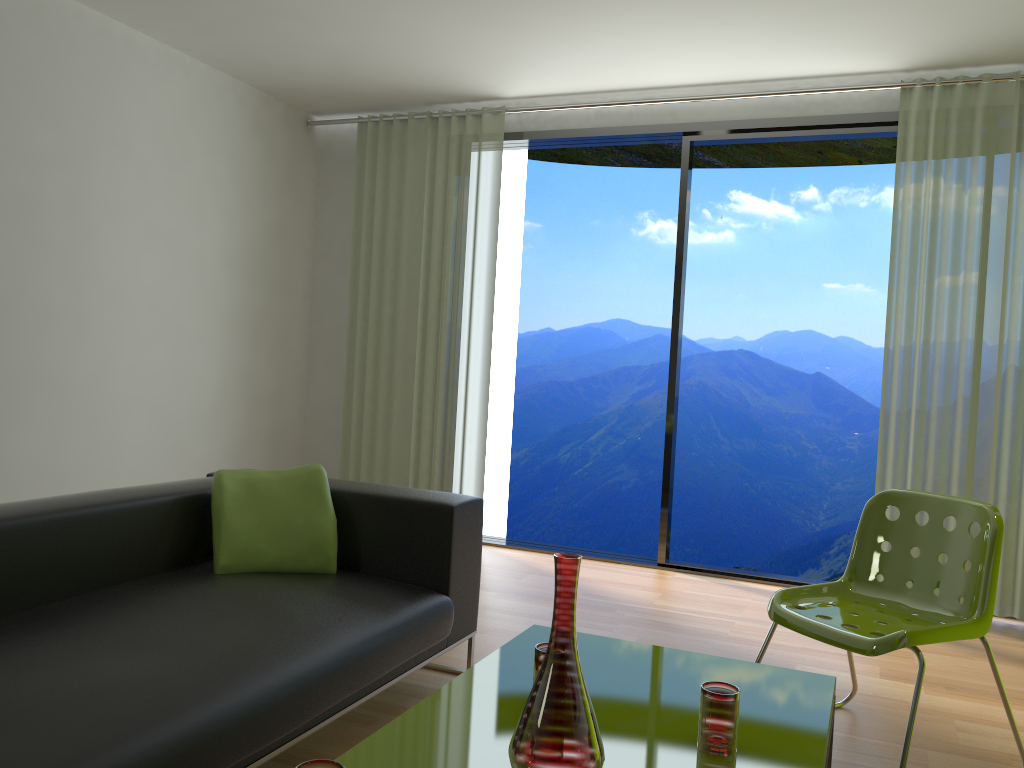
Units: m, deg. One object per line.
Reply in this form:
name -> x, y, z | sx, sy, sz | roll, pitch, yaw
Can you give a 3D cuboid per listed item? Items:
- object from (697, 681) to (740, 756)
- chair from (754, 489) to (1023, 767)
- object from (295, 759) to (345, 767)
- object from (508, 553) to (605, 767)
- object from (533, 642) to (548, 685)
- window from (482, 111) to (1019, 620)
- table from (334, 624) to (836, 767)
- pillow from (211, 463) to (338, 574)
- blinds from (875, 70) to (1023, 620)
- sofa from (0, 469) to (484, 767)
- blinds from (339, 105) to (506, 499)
object -> 0.404, 0.654, 1.733 | 0.075, 0.122, 0.076 | 3, 1, -33
chair -> 1.069, 0.705, 2.574 | 0.546, 0.759, 0.640 | 3, 1, -29
object -> -0.283, 0.622, 1.290 | 0.075, 0.122, 0.076 | 3, 1, -33
object -> 0.086, 0.498, 1.546 | 0.168, 0.400, 0.168 | 3, 1, 8
object -> 0.084, 0.633, 1.925 | 0.075, 0.122, 0.076 | 3, 1, -33
window -> 1.131, -0.182, 4.936 | 3.336, 2.498, 0.219 | 4, 1, 22
table -> 0.103, 0.872, 1.583 | 0.810, 0.349, 1.682 | 4, 1, 22
pillow -> -0.782, 0.447, 2.912 | 0.399, 0.362, 0.269 | 3, 1, -19
blinds -> 2.315, -0.187, 4.204 | 1.012, 2.568, 0.067 | 4, 1, 22
sofa -> -1.039, 0.657, 2.075 | 1.061, 0.639, 2.583 | 4, 1, 22
blinds -> -0.564, -0.368, 5.394 | 1.012, 2.568, 0.067 | 4, 1, 22
